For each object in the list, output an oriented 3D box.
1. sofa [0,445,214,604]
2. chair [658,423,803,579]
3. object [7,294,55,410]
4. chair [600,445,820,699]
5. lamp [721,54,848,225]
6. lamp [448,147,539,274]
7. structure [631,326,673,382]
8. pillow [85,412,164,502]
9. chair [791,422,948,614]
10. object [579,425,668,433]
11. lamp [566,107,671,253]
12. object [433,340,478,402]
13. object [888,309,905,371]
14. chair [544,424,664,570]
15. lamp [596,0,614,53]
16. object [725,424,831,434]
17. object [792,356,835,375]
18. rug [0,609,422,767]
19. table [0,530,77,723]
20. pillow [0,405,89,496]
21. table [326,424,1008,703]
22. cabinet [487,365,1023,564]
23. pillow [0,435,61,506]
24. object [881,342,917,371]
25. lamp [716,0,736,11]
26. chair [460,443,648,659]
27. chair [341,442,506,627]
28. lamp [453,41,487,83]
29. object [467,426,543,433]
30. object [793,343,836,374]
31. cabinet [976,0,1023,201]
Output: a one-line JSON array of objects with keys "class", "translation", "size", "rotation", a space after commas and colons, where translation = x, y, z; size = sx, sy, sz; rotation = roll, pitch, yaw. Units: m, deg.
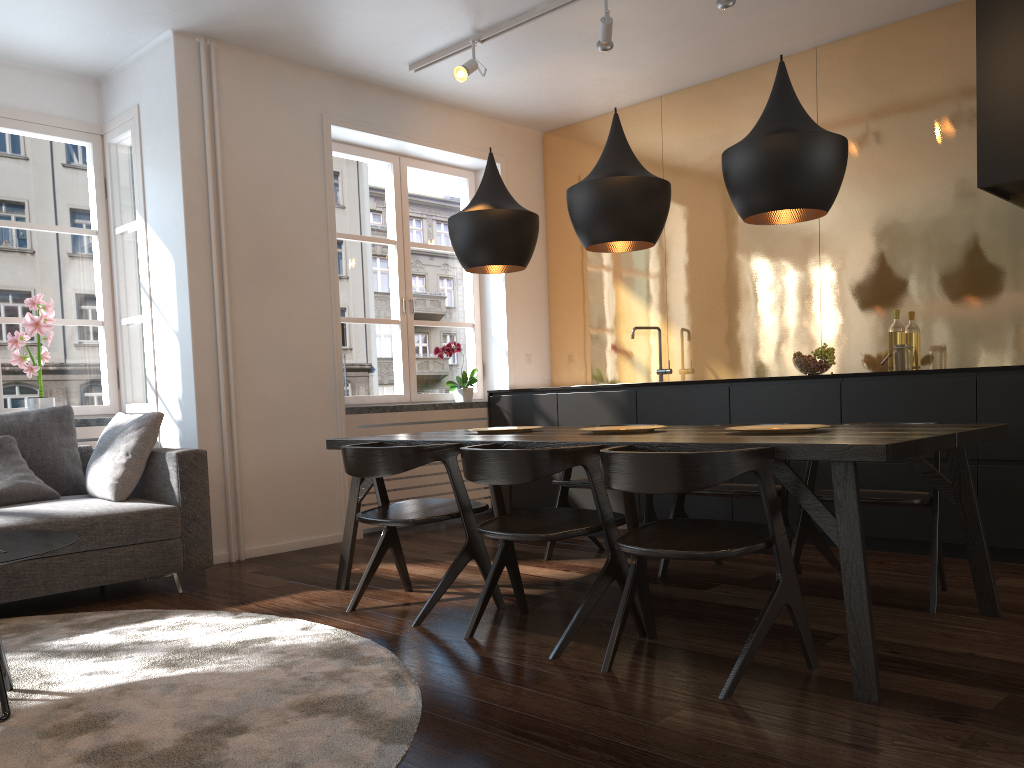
[{"class": "sofa", "translation": [-2.473, 0.646, 3.068], "size": [2.040, 0.674, 3.060], "rotation": [-3, -1, 44]}, {"class": "chair", "translation": [0.998, 0.522, 3.933], "size": [0.593, 0.673, 0.518], "rotation": [-1, 2, 42]}, {"class": "object", "translation": [-2.608, -0.145, 4.835], "size": [0.297, 0.693, 0.200], "rotation": [-1, 3, 23]}, {"class": "chair", "translation": [0.547, 0.521, 2.655], "size": [0.593, 0.673, 0.518], "rotation": [-1, 2, 42]}, {"class": "lamp", "translation": [0.920, -0.839, 2.998], "size": [0.411, 0.543, 0.409], "rotation": [-2, 2, 1]}, {"class": "lamp", "translation": [-0.085, -0.786, 3.967], "size": [0.410, 0.543, 0.410], "rotation": [-3, 2, -13]}, {"class": "structure", "translation": [0.915, -0.186, 5.782], "size": [0.265, 0.387, 0.109], "rotation": [-3, 3, -30]}, {"class": "pillow", "translation": [-1.897, 0.344, 4.241], "size": [0.494, 0.416, 0.285], "rotation": [-1, 2, 43]}, {"class": "chair", "translation": [1.436, 0.499, 3.510], "size": [0.593, 0.673, 0.518], "rotation": [-1, 2, 43]}, {"class": "object", "translation": [0.447, 0.184, 3.561], "size": [0.356, 0.017, 0.355], "rotation": [-3, -1, 25]}, {"class": "lamp", "translation": [0.417, -0.812, 3.482], "size": [0.411, 0.543, 0.409], "rotation": [-2, 2, 20]}, {"class": "object", "translation": [-0.370, -0.092, 6.104], "size": [0.230, 0.438, 0.404], "rotation": [-1, 2, 20]}, {"class": "object", "translation": [2.093, -0.234, 4.810], "size": [0.092, 0.341, 0.091], "rotation": [-2, 3, 11]}, {"class": "chair", "translation": [0.506, 0.549, 4.447], "size": [0.593, 0.673, 0.518], "rotation": [-1, 2, 40]}, {"class": "lamp", "translation": [0.464, -1.752, 4.268], "size": [0.085, 0.239, 0.251], "rotation": [-3, 1, -5]}, {"class": "object", "translation": [0.928, 0.159, 3.098], "size": [0.355, 0.017, 0.356], "rotation": [-1, -1, -43]}, {"class": "object", "translation": [1.632, -0.095, 4.786], "size": [0.219, 0.097, 0.218], "rotation": [-2, 0, 1]}, {"class": "rug", "translation": [-1.663, 0.932, 2.289], "size": [2.839, 0.012, 2.830], "rotation": [-3, -1, 24]}, {"class": "table", "translation": [-1.652, 0.702, 2.435], "size": [0.845, 0.474, 0.847], "rotation": [-2, 0, -44]}, {"class": "pillow", "translation": [-2.510, 0.351, 4.267], "size": [0.275, 0.478, 0.834], "rotation": [0, 2, 44]}, {"class": "table", "translation": [0.446, 0.533, 3.544], "size": [2.501, 0.681, 1.104], "rotation": [-3, 0, 44]}, {"class": "cabinet", "translation": [1.916, 0.393, 4.723], "size": [5.066, 0.903, 0.730], "rotation": [-3, 1, 44]}, {"class": "pillow", "translation": [-2.418, 0.403, 4.017], "size": [0.444, 0.322, 0.491], "rotation": [-2, 1, 26]}, {"class": "object", "translation": [2.035, -0.140, 4.654], "size": [0.177, 0.152, 0.087], "rotation": [-2, 2, 21]}, {"class": "lamp", "translation": [0.930, -1.775, 3.830], "size": [0.085, 0.240, 0.250], "rotation": [-2, 1, 10]}, {"class": "chair", "translation": [0.106, 0.545, 3.080], "size": [0.593, 0.673, 0.518], "rotation": [-1, 2, 45]}, {"class": "chair", "translation": [-0.389, 0.571, 3.550], "size": [0.593, 0.673, 0.518], "rotation": [-1, 2, 43]}, {"class": "lamp", "translation": [-0.228, -1.717, 4.739], "size": [0.085, 0.240, 0.250], "rotation": [0, 2, 31]}, {"class": "object", "translation": [-0.033, 0.210, 4.025], "size": [0.355, 0.017, 0.356], "rotation": [-1, -1, -43]}, {"class": "object", "translation": [1.629, -0.133, 4.766], "size": [0.239, 0.173, 0.177], "rotation": [-2, 1, 29]}, {"class": "cabinet", "translation": [3.025, -1.488, 3.606], "size": [1.956, 1.053, 0.530], "rotation": [-2, 2, 44]}]
